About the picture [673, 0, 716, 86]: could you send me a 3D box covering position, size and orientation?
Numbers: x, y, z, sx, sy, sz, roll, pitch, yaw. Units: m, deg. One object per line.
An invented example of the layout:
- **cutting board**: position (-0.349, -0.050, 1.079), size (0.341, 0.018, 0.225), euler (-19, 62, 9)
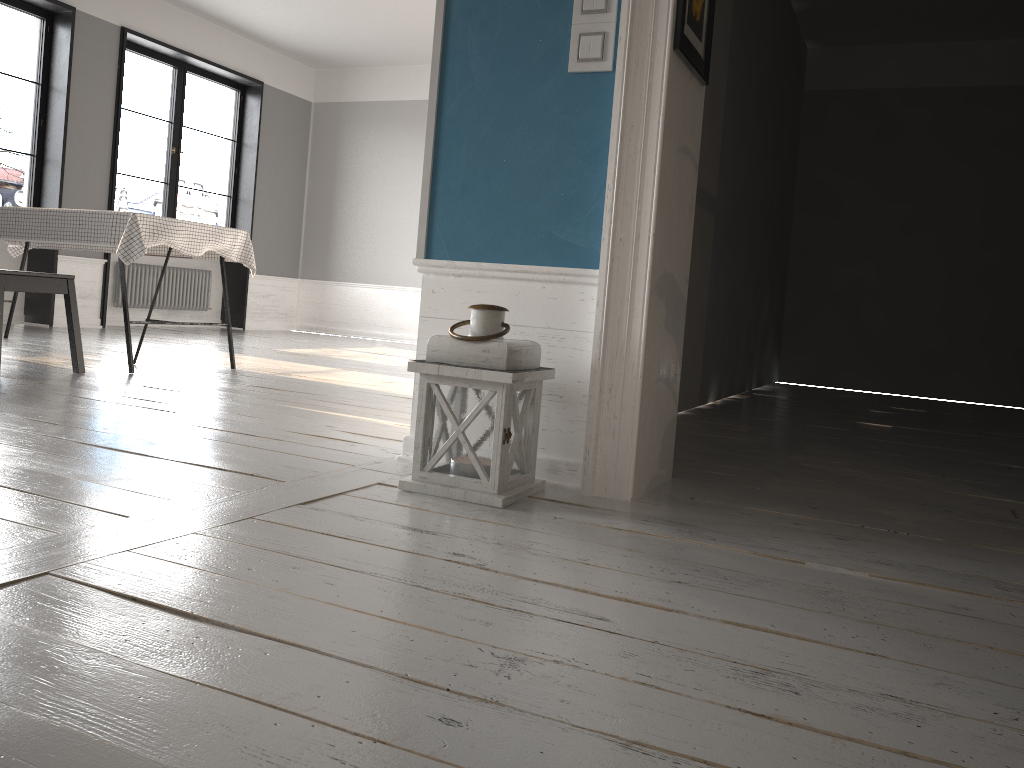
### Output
- **picture**: position (1.404, -1.142, 2.048), size (1.950, 0.751, 0.359), euler (7, 2, 24)

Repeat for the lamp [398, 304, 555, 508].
- **lamp**: position (-0.078, 0.034, 2.274), size (0.287, 0.477, 0.287), euler (6, 2, 23)

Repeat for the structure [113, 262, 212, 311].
- **structure**: position (-3.399, -0.943, 8.680), size (0.149, 0.427, 1.224), euler (5, 4, 22)

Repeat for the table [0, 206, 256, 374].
- **table**: position (-2.532, -0.563, 5.024), size (2.030, 0.783, 0.932), euler (7, 4, 24)

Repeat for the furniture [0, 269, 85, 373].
- **furniture**: position (-2.844, -0.359, 4.297), size (1.673, 0.455, 0.466), euler (7, 4, 24)
